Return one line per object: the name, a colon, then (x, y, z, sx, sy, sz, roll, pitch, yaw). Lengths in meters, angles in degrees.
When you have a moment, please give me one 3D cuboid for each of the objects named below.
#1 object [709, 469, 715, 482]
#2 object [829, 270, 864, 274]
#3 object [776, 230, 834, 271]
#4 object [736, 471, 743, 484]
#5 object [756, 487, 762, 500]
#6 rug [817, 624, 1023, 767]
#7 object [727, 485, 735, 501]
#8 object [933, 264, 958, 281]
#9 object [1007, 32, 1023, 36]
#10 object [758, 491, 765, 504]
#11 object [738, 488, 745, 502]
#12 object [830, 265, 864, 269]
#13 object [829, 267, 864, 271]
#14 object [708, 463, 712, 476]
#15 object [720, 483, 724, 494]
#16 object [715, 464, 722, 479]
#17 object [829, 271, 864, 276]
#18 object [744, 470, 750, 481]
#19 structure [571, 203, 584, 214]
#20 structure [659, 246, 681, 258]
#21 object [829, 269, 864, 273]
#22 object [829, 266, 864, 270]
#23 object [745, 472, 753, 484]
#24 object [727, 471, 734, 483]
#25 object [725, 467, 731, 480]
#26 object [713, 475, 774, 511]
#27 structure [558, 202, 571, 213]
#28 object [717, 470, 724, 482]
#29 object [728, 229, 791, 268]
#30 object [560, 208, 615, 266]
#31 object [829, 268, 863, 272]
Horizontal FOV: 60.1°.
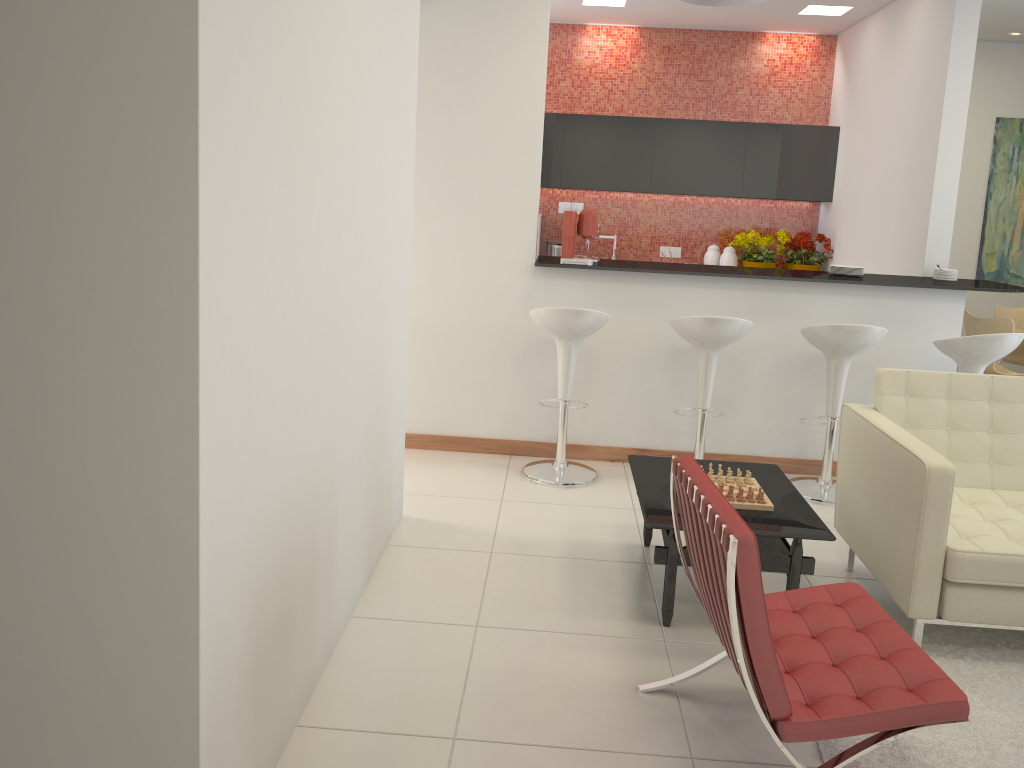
object: (0.851, 0.389, 3.775, 0.030, 0.049, 0.030, 5, 10, 10)
object: (2.123, -0.706, 5.623, 0.211, 0.015, 0.211, -8, 16, -42)
object: (2.641, -1.158, 7.965, 0.503, 0.445, 0.527, 0, 11, -17)
object: (0.971, 0.396, 3.770, 0.030, 0.049, 0.030, 5, 10, 10)
object: (1.000, 0.440, 3.570, 0.030, 0.049, 0.030, 5, 10, 10)
rug: (2.570, 1.222, 2.481, 3.328, 0.004, 2.467, 4, 12, 4)
object: (0.878, 0.434, 3.535, 0.030, 0.063, 0.030, 5, 9, 10)
object: (2.766, -0.720, 5.675, 0.173, 0.097, 0.141, 2, 11, -5)
object: (4.312, -2.998, 7.578, 0.130, 0.010, 0.130, -8, 16, -41)
object: (0.997, 0.451, 3.531, 0.030, 0.043, 0.030, 5, 10, 10)
object: (0.918, 0.441, 3.534, 0.030, 0.054, 0.030, 5, 10, 10)
object: (2.125, -0.740, 5.618, 0.211, 0.015, 0.211, -8, 16, -42)
object: (2.124, -0.726, 5.620, 0.211, 0.015, 0.211, -8, 16, -42)
object: (0.854, 0.371, 3.813, 0.030, 0.069, 0.030, 5, 9, 10)
object: (0.839, 0.429, 3.537, 0.030, 0.069, 0.030, 5, 9, 10)
object: (0.894, 0.376, 3.812, 0.030, 0.063, 0.030, 5, 9, 10)
object: (2.123, -0.699, 5.624, 0.211, 0.015, 0.211, -8, 16, -42)
object: (1.013, 0.394, 3.808, 0.030, 0.043, 0.030, 5, 10, 10)
structure: (0.616, -1.656, 8.353, 0.114, 0.103, 0.009, 4, 9, 3)
structure: (1.497, -1.246, 8.360, 0.198, 0.098, 0.017, 4, 9, 3)
object: (2.123, -0.712, 5.622, 0.211, 0.015, 0.211, -8, 16, -42)
object: (2.124, -0.733, 5.619, 0.211, 0.015, 0.211, -8, 16, -42)
object: (1.011, 0.399, 3.768, 0.030, 0.049, 0.030, 5, 10, 10)
object: (0.931, 0.394, 3.772, 0.030, 0.049, 0.030, 5, 10, 10)
object: (0.934, 0.383, 3.811, 0.030, 0.054, 0.030, 5, 10, 10)
object: (0.864, 0.444, 3.681, 0.360, 0.021, 0.364, 4, 12, 3)
structure: (0.498, -1.663, 8.356, 0.114, 0.103, 0.013, 4, 9, 3)
object: (0.891, 0.391, 3.773, 0.030, 0.049, 0.030, 5, 10, 10)
object: (2.221, -1.184, 7.981, 0.522, 0.445, 0.508, 4, 11, 5)
object: (0.464, -0.901, 5.390, 0.321, 0.334, 0.324, 4, 10, 3)
object: (2.124, -0.719, 5.621, 0.211, 0.015, 0.211, -8, 16, -42)
